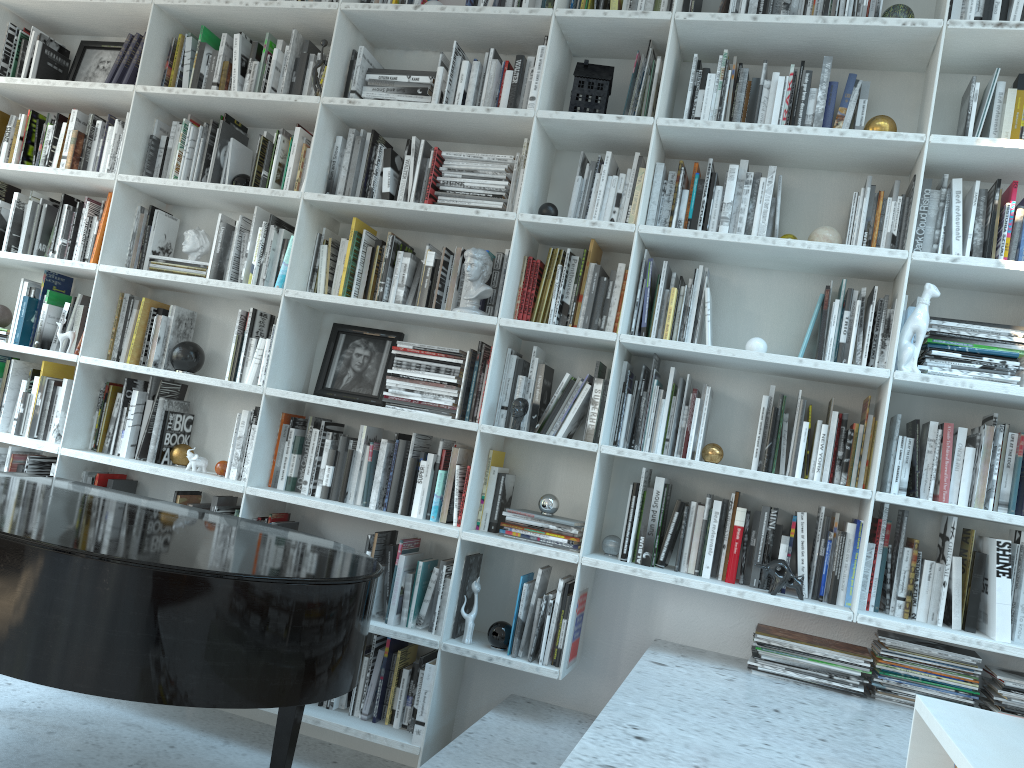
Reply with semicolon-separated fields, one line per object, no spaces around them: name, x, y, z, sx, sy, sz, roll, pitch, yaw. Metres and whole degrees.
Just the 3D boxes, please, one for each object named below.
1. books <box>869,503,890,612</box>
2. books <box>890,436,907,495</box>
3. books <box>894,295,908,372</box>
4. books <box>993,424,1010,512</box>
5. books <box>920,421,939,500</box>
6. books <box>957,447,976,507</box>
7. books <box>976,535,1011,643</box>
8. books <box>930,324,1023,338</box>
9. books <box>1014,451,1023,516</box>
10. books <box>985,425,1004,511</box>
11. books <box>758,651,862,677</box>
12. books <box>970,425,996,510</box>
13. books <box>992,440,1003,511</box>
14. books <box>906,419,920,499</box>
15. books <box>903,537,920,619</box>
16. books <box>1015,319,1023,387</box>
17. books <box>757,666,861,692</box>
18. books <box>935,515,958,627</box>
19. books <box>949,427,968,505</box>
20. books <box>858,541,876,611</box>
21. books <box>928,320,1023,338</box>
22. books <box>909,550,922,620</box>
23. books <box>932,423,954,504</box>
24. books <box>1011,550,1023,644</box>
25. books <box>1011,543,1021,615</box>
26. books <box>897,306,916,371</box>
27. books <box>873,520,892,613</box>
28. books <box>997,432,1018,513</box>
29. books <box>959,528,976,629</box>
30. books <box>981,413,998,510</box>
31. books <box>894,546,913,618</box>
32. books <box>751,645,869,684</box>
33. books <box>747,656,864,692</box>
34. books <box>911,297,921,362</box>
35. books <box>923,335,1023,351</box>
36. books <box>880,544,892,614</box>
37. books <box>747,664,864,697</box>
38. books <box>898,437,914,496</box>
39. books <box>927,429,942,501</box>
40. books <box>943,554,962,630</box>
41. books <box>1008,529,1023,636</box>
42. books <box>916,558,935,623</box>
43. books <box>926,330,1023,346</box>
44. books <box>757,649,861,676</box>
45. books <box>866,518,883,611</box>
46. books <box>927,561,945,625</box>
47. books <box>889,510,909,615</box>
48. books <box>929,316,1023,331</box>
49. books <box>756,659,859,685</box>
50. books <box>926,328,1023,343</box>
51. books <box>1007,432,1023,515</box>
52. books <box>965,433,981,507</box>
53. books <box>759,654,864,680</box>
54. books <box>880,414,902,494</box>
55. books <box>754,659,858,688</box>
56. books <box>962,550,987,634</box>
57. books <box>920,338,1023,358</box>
books;1.160;0.547;2.821;0.014;0.337;0.132;9;-4;17
books;1.222;0.263;2.829;0.023;0.186;0.159;9;-4;17
books;1.245;-0.145;2.886;0.028;0.270;0.129;9;-4;17
books;1.500;0.263;2.753;0.011;0.272;0.152;9;-4;17
books;1.309;0.246;2.812;0.024;0.247;0.143;9;-4;17
books;1.399;0.292;2.766;0.027;0.181;0.186;9;-4;17
books;1.454;0.612;2.683;0.075;0.291;0.255;9;-4;17
books;1.460;-0.154;2.816;0.254;0.012;0.161;9;-4;19
books;1.574;0.284;2.739;0.012;0.254;0.161;9;-4;17
books;1.472;0.262;2.740;0.012;0.262;0.186;9;-4;17
books;0.951;0.883;2.850;0.308;0.008;0.195;9;-4;17
books;1.439;0.260;2.744;0.028;0.255;0.191;9;-4;17
books;1.484;0.287;2.754;0.011;0.219;0.150;9;-4;17
books;1.271;0.241;2.811;0.047;0.244;0.177;9;-4;17
books;1.241;0.606;2.783;0.015;0.243;0.157;9;-4;17
books;1.594;-0.084;2.764;0.012;0.254;0.161;9;-4;17
books;0.938;0.925;2.837;0.308;0.008;0.195;9;-4;13
books;1.339;0.576;2.761;0.014;0.333;0.169;9;-4;17
books;1.382;0.261;2.787;0.026;0.239;0.177;9;-4;17
books;1.113;0.604;2.812;0.027;0.208;0.164;9;-4;17
books;1.462;-0.166;2.817;0.285;0.012;0.159;9;-4;15
books;1.260;0.627;2.787;0.025;0.210;0.137;9;-4;17
books;1.345;0.251;2.782;0.045;0.246;0.186;9;-4;17
books;1.538;0.630;2.694;0.025;0.287;0.160;9;-4;17
books;1.513;0.629;2.718;0.012;0.285;0.159;9;-4;17
books;1.257;-0.122;2.844;0.027;0.221;0.184;9;-4;17
books;1.170;0.574;2.818;0.015;0.286;0.138;9;-4;17
books;1.516;0.279;2.750;0.026;0.246;0.166;9;-4;17
books;1.403;0.602;2.762;0.010;0.304;0.131;9;-4;17
books;1.469;0.244;2.761;0.013;0.299;0.147;9;-4;17
books;1.224;0.619;2.797;0.023;0.214;0.163;9;-4;17
books;0.947;0.897;2.844;0.345;0.007;0.193;9;-4;15
books;0.939;0.918;2.834;0.345;0.007;0.193;8;-5;22
books;1.295;-0.136;2.867;0.028;0.267;0.138;9;-4;17
books;1.453;-0.118;2.814;0.285;0.012;0.159;9;-4;19
books;1.189;0.615;2.820;0.033;0.213;0.140;9;-4;17
books;0.937;0.933;2.836;0.345;0.007;0.193;8;-4;21
books;1.242;0.267;2.820;0.022;0.184;0.163;9;-4;17
books;1.319;0.259;2.794;0.011;0.223;0.163;9;-4;17
books;1.360;0.638;2.747;0.052;0.217;0.184;9;-4;17
books;1.529;0.611;2.722;0.012;0.326;0.136;9;-4;17
books;1.285;0.642;2.779;0.030;0.187;0.140;9;-4;17
books;1.454;-0.131;2.807;0.285;0.012;0.159;9;-4;12
books;0.951;0.874;2.837;0.308;0.008;0.195;8;-5;22
books;1.144;0.570;2.828;0.012;0.286;0.158;9;-4;17
books;1.309;0.647;2.765;0.024;0.185;0.149;9;-4;17
books;1.220;0.562;2.816;0.013;0.327;0.131;9;-4;17
books;1.464;-0.177;2.817;0.285;0.012;0.159;9;-4;19
books;0.944;0.904;2.844;0.308;0.008;0.195;9;-4;19
books;1.458;-0.142;2.815;0.285;0.012;0.159;9;-4;19
books;1.530;0.278;2.725;0.014;0.249;0.177;9;-4;17
books;1.424;0.273;2.771;0.012;0.229;0.179;9;-4;17
books;0.946;0.889;2.837;0.308;0.008;0.195;9;-4;12
books;1.214;0.228;2.846;0.012;0.254;0.161;9;-4;17
books;0.941;0.911;2.838;0.308;0.008;0.195;8;-4;21
books;1.411;0.635;2.737;0.031;0.239;0.172;9;-4;17
books;1.451;-0.107;2.811;0.285;0.012;0.159;9;-4;14
